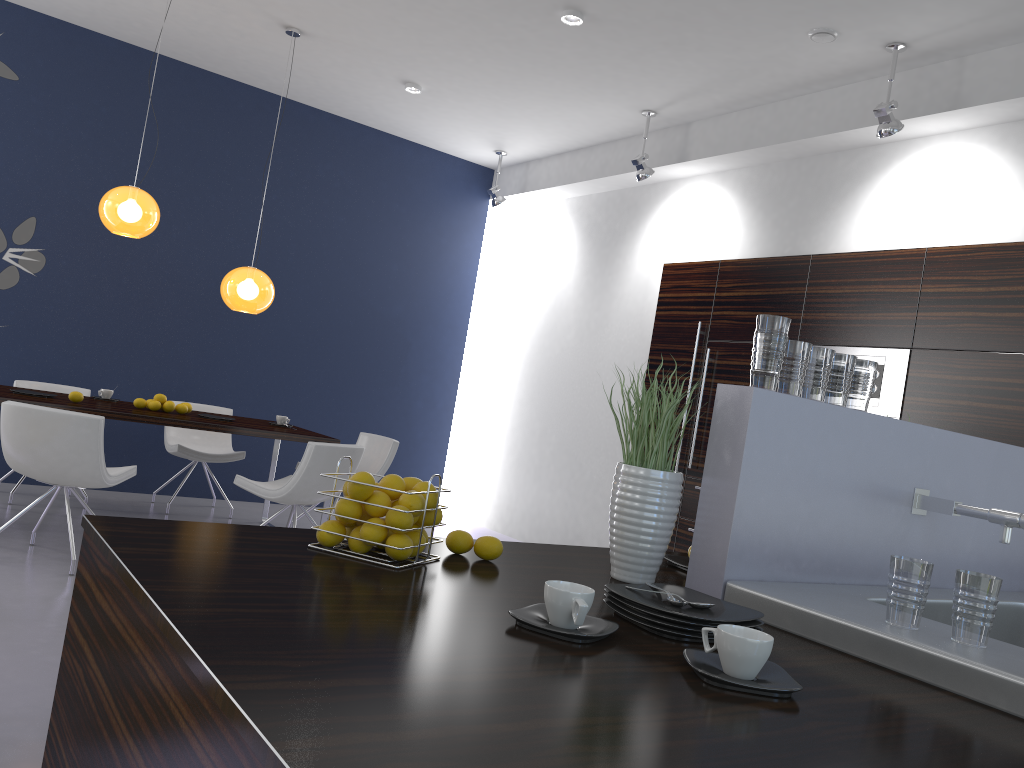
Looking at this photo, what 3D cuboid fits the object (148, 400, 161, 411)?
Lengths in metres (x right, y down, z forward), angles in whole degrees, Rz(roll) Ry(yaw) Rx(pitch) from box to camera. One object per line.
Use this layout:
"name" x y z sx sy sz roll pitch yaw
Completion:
"object" -2.303 0.140 5.712 0.083 0.068 0.070 9 -2 25

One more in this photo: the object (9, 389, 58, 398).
"object" -2.882 0.060 5.342 0.232 0.020 0.232 10 -2 -6

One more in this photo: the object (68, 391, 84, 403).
"object" -2.605 0.078 5.301 0.083 0.068 0.070 10 -2 -30

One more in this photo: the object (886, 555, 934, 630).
"object" 0.700 0.370 1.573 0.072 0.119 0.071 11 -2 -34

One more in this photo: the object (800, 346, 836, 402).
"object" 0.671 -0.019 1.967 0.072 0.119 0.071 9 -2 6

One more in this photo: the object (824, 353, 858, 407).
"object" 0.737 -0.007 2.012 0.072 0.119 0.071 9 -2 6

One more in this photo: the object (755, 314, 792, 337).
"object" 0.546 -0.082 1.877 0.072 0.119 0.071 9 -2 6

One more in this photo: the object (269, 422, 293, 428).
"object" -1.644 0.292 6.308 0.154 0.020 0.154 9 -2 12

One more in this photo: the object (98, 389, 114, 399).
"object" -2.726 0.071 5.956 0.081 0.064 0.101 10 -2 -9

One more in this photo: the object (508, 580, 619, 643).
"object" 0.084 0.347 1.370 0.153 0.069 0.153 9 -2 29

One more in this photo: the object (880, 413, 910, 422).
"object" 0.988 0.305 2.447 0.269 0.502 0.247 10 -2 -34

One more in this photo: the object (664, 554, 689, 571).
"object" 0.504 0.462 2.212 0.232 0.020 0.232 10 -2 -26

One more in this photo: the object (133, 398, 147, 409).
"object" -2.390 0.125 5.704 0.083 0.068 0.070 10 -2 -30

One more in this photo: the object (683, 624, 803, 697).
"object" 0.324 0.383 1.246 0.153 0.069 0.153 9 -2 -1

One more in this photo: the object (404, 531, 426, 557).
"object" -0.198 0.311 1.723 0.061 0.053 0.053 9 -2 8

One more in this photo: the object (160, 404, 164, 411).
"object" -2.284 0.145 5.829 0.069 0.071 0.081 8 -2 33

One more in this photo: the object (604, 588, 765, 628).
"object" 0.293 0.390 1.527 0.232 0.020 0.232 10 -2 -31

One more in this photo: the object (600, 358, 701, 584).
"object" 0.277 0.172 1.929 0.247 0.502 0.269 9 -2 9

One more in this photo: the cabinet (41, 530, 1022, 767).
"cabinet" 0.835 0.956 2.019 3.285 0.852 1.377 11 -2 -34

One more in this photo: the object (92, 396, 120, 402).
"object" -2.733 0.102 5.965 0.154 0.020 0.154 9 -2 11

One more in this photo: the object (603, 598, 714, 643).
"object" 0.289 0.410 1.527 0.232 0.020 0.232 10 -2 -26

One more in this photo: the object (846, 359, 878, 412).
"object" 0.803 0.005 2.057 0.071 0.119 0.072 9 -2 16

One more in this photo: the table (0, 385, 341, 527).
"table" -2.350 0.565 5.789 2.046 0.783 1.127 11 -2 -34

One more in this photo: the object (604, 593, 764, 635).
"object" 0.291 0.400 1.527 0.232 0.020 0.232 10 -2 -26

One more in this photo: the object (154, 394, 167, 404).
"object" -2.286 0.098 5.766 0.083 0.068 0.070 10 -2 -30

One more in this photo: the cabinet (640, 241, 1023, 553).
"cabinet" 2.221 0.451 5.618 0.669 2.500 3.600 11 -2 -34

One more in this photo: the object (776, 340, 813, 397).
"object" 0.605 -0.031 1.922 0.072 0.119 0.071 9 -2 6

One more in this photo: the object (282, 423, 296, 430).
"object" -1.565 0.296 6.227 0.155 0.028 0.032 8 -2 37

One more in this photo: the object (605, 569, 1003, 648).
"object" 0.488 0.349 1.559 0.646 0.147 0.269 10 -2 -9

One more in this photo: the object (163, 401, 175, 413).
"object" -2.229 0.148 5.765 0.076 0.080 0.094 10 -2 -33

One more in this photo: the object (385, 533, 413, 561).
"object" -0.212 0.306 1.664 0.053 0.053 0.061 9 -2 11

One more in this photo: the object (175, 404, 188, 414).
"object" -2.178 0.164 5.845 0.083 0.068 0.070 10 -2 -30

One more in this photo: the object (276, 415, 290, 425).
"object" -1.630 0.263 6.310 0.101 0.064 0.081 10 -2 -8

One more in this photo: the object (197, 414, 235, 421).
"object" -1.976 0.227 5.926 0.232 0.020 0.232 10 -2 -6

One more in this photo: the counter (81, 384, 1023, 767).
"counter" 0.876 0.736 2.015 3.291 1.300 1.302 11 -2 -34

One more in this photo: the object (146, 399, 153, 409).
"object" -2.351 0.134 5.782 0.083 0.068 0.070 9 -2 25

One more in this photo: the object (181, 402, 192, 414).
"object" -2.185 0.161 5.930 0.094 0.077 0.079 9 -2 30

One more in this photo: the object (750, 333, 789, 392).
"object" 0.539 -0.044 1.876 0.072 0.119 0.071 9 -2 6
